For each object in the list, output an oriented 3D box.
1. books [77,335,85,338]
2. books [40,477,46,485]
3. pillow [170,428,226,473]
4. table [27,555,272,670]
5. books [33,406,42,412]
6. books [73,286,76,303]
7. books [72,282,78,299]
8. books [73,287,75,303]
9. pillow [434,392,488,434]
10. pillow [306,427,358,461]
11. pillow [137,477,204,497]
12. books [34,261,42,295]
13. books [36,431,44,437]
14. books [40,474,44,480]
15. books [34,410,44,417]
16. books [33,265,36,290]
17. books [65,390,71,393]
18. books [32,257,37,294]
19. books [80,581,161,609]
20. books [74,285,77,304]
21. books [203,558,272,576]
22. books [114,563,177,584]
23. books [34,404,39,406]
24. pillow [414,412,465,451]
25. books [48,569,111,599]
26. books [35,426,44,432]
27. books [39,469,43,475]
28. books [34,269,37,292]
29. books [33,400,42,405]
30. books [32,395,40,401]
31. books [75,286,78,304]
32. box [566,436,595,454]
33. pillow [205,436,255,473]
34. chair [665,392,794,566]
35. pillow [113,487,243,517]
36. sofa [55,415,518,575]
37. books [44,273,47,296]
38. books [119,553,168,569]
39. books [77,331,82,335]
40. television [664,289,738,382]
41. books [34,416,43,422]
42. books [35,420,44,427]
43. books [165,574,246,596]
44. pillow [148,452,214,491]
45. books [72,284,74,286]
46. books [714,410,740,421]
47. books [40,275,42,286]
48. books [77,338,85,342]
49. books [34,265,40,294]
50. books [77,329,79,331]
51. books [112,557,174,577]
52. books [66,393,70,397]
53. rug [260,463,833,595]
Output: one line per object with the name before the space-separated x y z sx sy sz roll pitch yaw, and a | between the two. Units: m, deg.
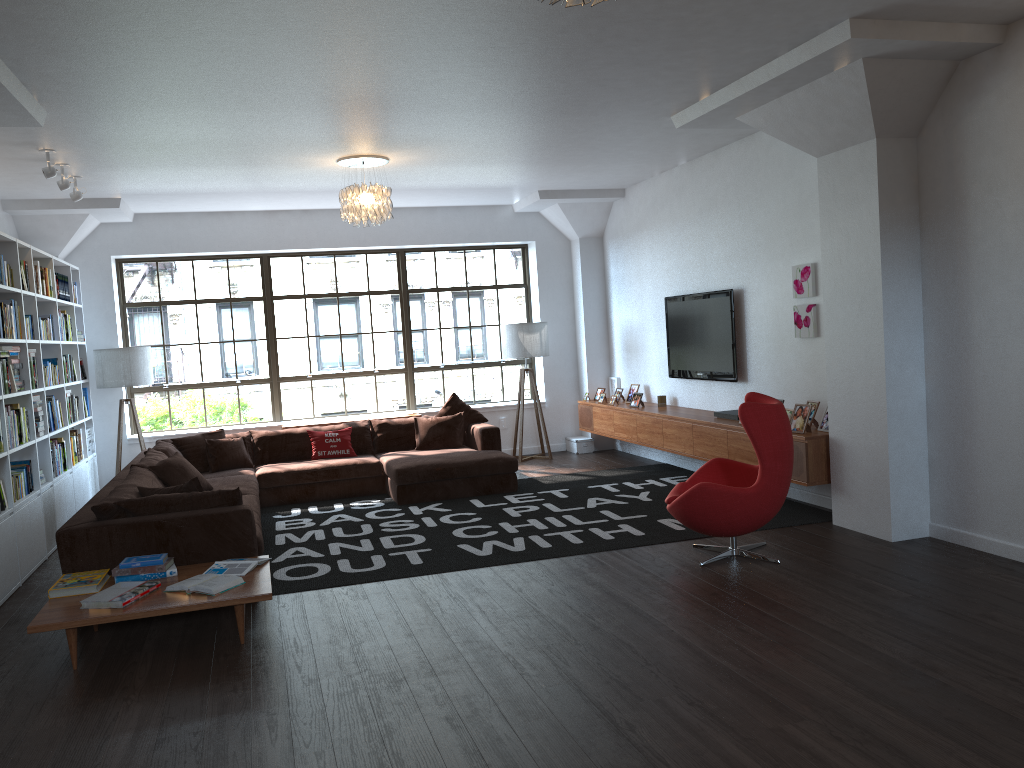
books | -4.390 -0.459 8.717 0.284 0.033 0.197 -4 3 -1
books | -3.798 0.769 6.891 0.284 0.035 0.197 -5 3 -16
pillow | -2.962 0.665 8.594 0.580 0.418 0.334 -7 5 -43
table | -1.831 1.201 4.673 1.100 0.271 0.853 -5 3 -16
books | -3.802 0.203 6.911 0.223 0.032 0.161 -5 3 -16
books | -4.385 -0.870 8.754 0.128 0.178 0.022 -5 3 -16
books | -4.432 -0.901 8.880 0.140 0.231 0.042 -5 3 -16
books | -4.381 -0.869 8.733 0.128 0.178 0.021 -5 3 -16
pillow | -0.608 0.385 9.367 0.651 0.587 0.335 -6 4 -37
pillow | -1.822 0.603 8.972 0.465 0.308 0.220 -5 4 -20
pillow | -2.119 0.776 5.668 0.559 0.411 0.269 -2 4 30
books | -3.999 -0.868 7.339 0.176 0.290 0.053 -5 3 -16
books | -3.796 0.398 6.908 0.246 0.038 0.171 -5 3 -16
books | -3.800 0.735 6.889 0.284 0.033 0.197 -6 4 -31
books | -3.804 0.239 6.905 0.253 0.040 0.183 -5 3 -16
books | -3.919 -0.837 7.083 0.189 0.247 0.057 -5 3 -16
books | -4.112 0.076 7.981 0.224 0.030 0.161 -4 3 -6
books | -3.917 -0.865 7.135 0.140 0.298 0.044 -5 3 -16
books | -1.980 1.067 4.495 0.236 0.035 0.340 -3 3 9
books | -4.406 -0.881 8.804 0.136 0.196 0.045 -5 3 -16
books | -1.541 1.010 4.971 0.256 0.035 0.350 -3 3 9
books | -2.026 1.045 4.900 0.312 0.037 0.216 -5 4 -26
books | -3.777 0.174 6.902 0.161 0.026 0.223 -5 4 -27
pillow | -0.754 0.489 9.156 0.542 0.362 0.248 -3 3 5
books | -2.314 1.068 4.755 0.241 0.045 0.334 -5 3 -15
books | -3.801 0.360 6.908 0.251 0.037 0.160 -4 3 -11
books | -3.807 0.703 6.889 0.254 0.032 0.174 -4 3 -11
books | -3.933 -0.821 7.180 0.144 0.207 0.048 -5 3 -16
books | -3.789 0.150 6.905 0.208 0.024 0.144 -4 3 -11
books | -3.793 0.118 6.896 0.185 0.041 0.129 -4 3 -2
books | -4.415 -0.880 8.844 0.139 0.191 0.036 -5 3 -16
box | 0.818 0.731 10.674 0.228 0.165 0.368 -5 3 -16
pillow | -2.750 0.672 8.555 0.238 0.337 0.489 -1 5 43
chair | 1.361 0.573 5.590 0.801 1.006 0.798 -3 3 9
pillow | -2.005 0.825 5.426 0.750 0.364 0.289 -5 4 -17
sofa | -1.459 0.818 7.412 3.481 0.664 4.197 -5 3 -16
books | -4.046 -0.845 7.507 0.168 0.231 0.037 -5 3 -16
books | -2.031 0.978 4.898 0.224 0.027 0.157 -4 3 -11
books | -4.388 -0.492 8.711 0.254 0.032 0.174 -3 4 19
television | 1.755 -0.445 8.349 0.013 0.816 1.324 -5 3 -16
books | -3.800 0.279 6.916 0.231 0.044 0.168 -5 4 -21
books | -3.815 0.321 6.928 0.259 0.040 0.180 -5 3 -16
books | -1.593 1.034 4.598 0.342 0.040 0.231 -2 4 24
pillow | -2.622 0.752 7.009 0.325 0.391 0.625 -4 3 0
books | -4.398 -0.881 8.771 0.127 0.200 0.020 -5 3 -16
books | 1.947 0.269 7.626 0.250 0.053 0.400 -5 3 -16
books | -4.007 -0.836 7.380 0.161 0.223 0.026 -5 3 -16
books | -4.388 -0.425 8.719 0.284 0.035 0.197 -3 3 14
books | -3.972 -0.843 7.262 0.171 0.246 0.057 -5 3 -16
books | -4.394 -0.520 8.712 0.204 0.025 0.144 -3 3 14
books | -2.034 1.009 4.901 0.279 0.035 0.191 -4 3 -6
books | -4.108 0.106 7.975 0.223 0.031 0.161 -5 3 -16
rug | 0.003 1.060 7.319 4.200 0.007 3.100 -5 3 -15
